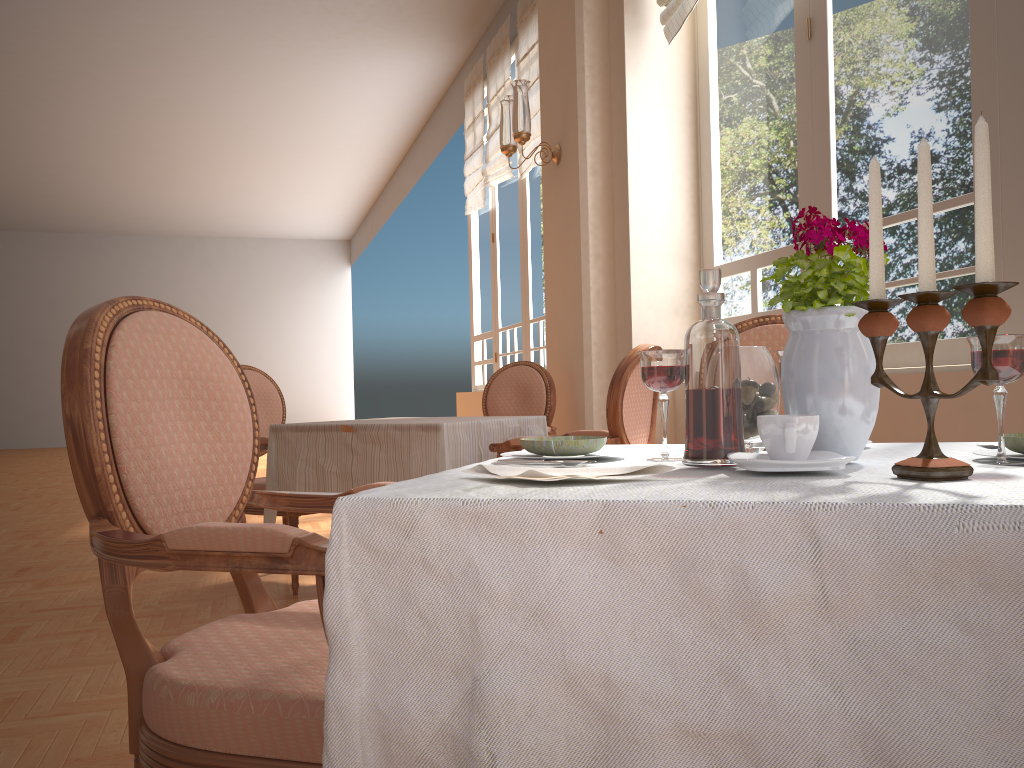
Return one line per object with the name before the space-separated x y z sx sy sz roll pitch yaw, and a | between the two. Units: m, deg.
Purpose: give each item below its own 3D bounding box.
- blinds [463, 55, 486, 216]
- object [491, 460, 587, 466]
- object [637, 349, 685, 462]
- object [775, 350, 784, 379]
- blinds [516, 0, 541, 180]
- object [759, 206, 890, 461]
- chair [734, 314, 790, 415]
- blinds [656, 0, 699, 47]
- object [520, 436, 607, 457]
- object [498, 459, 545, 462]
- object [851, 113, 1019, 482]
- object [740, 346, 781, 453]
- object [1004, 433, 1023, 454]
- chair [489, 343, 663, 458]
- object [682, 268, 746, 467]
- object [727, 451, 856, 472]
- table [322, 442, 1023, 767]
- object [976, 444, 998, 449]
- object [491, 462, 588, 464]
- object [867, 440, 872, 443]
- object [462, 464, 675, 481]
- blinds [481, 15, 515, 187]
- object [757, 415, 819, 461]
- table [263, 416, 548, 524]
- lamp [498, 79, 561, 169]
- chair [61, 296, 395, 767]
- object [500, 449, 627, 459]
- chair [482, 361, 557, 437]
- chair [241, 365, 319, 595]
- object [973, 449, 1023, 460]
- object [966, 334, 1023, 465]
blinds | -0.336 -2.130 7.769 0.038 1.292 0.689 -1 0 -17
object | 0.029 0.095 1.056 0.125 0.006 0.027 -2 -1 16
object | 0.186 0.027 1.087 0.062 0.135 0.062 -1 0 15
object | 0.379 0.023 1.162 0.062 0.135 0.062 -1 0 15
blinds | 0.130 -2.157 6.193 0.054 1.301 0.689 -1 0 -17
object | 0.365 -0.063 1.022 0.124 0.302 0.143 -1 0 -18
chair | 0.522 0.309 1.730 0.521 0.931 0.593 -1 0 17
blinds | 0.774 -2.167 3.554 0.072 1.376 0.843 -1 0 -16
object | 0.069 0.085 1.194 0.117 0.024 0.117 -1 -1 -7
object | 0.043 0.095 1.100 0.127 0.004 0.013 -2 -1 18
object | 0.392 -0.073 0.836 0.059 0.325 0.177 -1 0 -18
object | 0.291 0.023 1.121 0.093 0.138 0.093 -1 0 11
object | 0.608 0.069 0.985 0.117 0.024 0.117 -2 -1 24
chair | 0.249 0.333 3.160 0.593 0.931 0.521 -2 0 28
object | 0.228 -0.019 1.008 0.074 0.222 0.074 -1 0 -37
object | 0.289 0.082 0.926 0.119 0.016 0.119 -1 -1 3
table | 0.326 0.430 1.058 0.829 0.680 0.836 -2 0 17
object | 0.656 0.080 1.121 0.125 0.006 0.027 -2 -1 19
object | 0.035 0.097 1.081 0.125 0.002 0.016 -2 -1 17
object | 0.437 0.087 1.303 0.171 0.005 0.171 -2 -1 14
object | 0.039 0.088 0.891 0.234 0.012 0.095 -2 -1 22
blinds | -0.123 -2.173 7.010 0.085 1.235 0.699 -1 0 -17
object | 0.283 0.058 0.921 0.078 0.049 0.062 -1 -1 -44
table | -0.378 0.479 3.479 0.829 0.677 0.831 -2 0 28
lamp | 0.094 -1.257 4.356 0.274 0.362 0.320 -1 0 -17
chair | -0.309 0.324 1.278 0.593 0.931 0.521 -1 0 17
object | 0.069 0.095 1.194 0.171 0.005 0.171 -2 -1 21
chair | -0.061 0.353 4.099 0.521 0.931 0.593 -2 0 28
chair | -0.964 0.372 3.819 0.593 0.931 0.521 -2 0 28
object | 0.608 0.079 0.985 0.171 0.005 0.171 -2 -1 33
object | 0.518 0.017 0.941 0.062 0.135 0.062 -1 0 15
